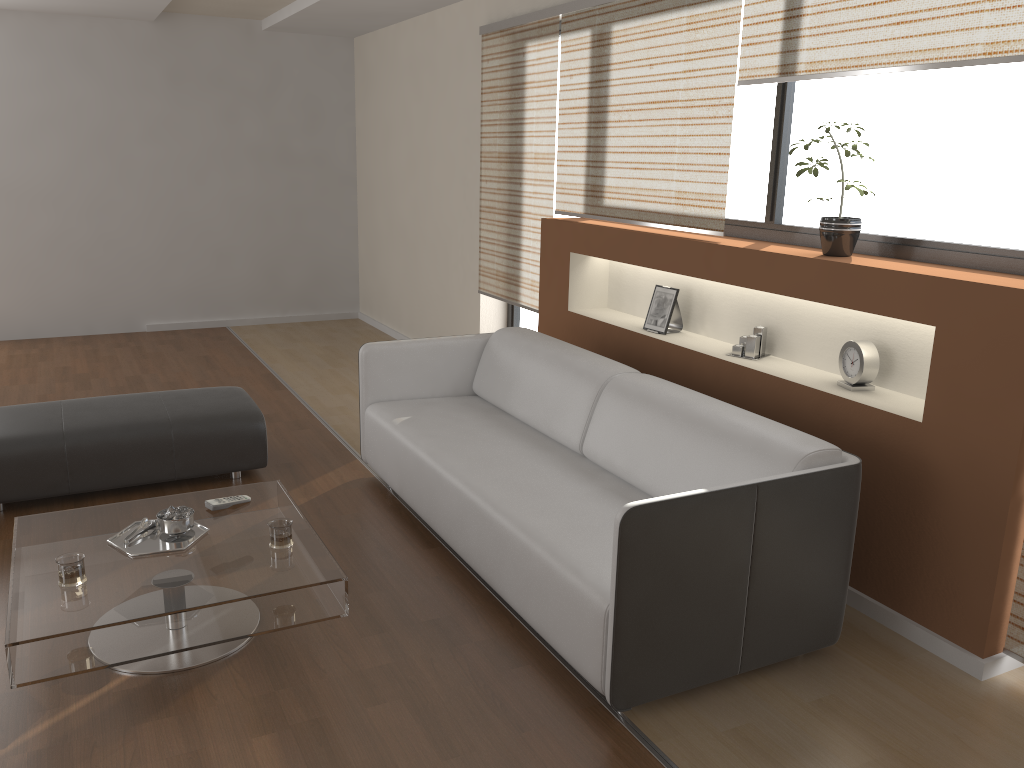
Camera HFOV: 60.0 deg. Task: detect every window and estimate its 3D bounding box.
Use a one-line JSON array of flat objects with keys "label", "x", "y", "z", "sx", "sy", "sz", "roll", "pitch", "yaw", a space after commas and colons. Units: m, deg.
[{"label": "window", "x": 0.252, "y": -1.080, "z": 5.536, "sx": 0.010, "sy": 2.093, "sz": 0.889, "roll": -6, "pitch": 16, "yaw": -26}, {"label": "window", "x": 1.150, "y": -1.152, "z": 3.720, "sx": 0.010, "sy": 0.986, "sz": 2.817, "roll": -6, "pitch": 16, "yaw": -26}]

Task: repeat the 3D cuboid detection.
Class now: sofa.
[{"label": "sofa", "x": 0.177, "y": 0.295, "z": 3.517, "sx": 0.919, "sy": 0.661, "sz": 2.238, "roll": -6, "pitch": 16, "yaw": -26}]

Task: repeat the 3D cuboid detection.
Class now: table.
[{"label": "table", "x": -1.101, "y": 0.663, "z": 2.886, "sx": 0.900, "sy": 0.300, "sz": 0.900, "roll": -6, "pitch": 16, "yaw": -26}]

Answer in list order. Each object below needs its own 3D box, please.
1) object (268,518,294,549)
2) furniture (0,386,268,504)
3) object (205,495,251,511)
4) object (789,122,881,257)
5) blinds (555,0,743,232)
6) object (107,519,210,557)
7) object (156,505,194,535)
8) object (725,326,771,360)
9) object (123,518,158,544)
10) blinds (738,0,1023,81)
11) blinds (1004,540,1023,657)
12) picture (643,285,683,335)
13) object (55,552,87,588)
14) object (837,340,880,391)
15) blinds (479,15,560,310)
[{"label": "object", "x": -0.746, "y": 0.482, "z": 2.861, "sx": 0.079, "sy": 0.077, "sz": 0.079, "roll": -10, "pitch": 18, "yaw": -37}, {"label": "furniture", "x": -1.878, "y": 0.251, "z": 4.210, "sx": 1.291, "sy": 0.301, "sz": 0.685, "roll": -6, "pitch": 16, "yaw": -26}, {"label": "object", "x": -1.014, "y": 0.420, "z": 3.177, "sx": 0.064, "sy": 0.029, "sz": 0.158, "roll": 15, "pitch": 20, "yaw": 42}, {"label": "object", "x": 1.165, "y": -0.706, "z": 3.226, "sx": 0.342, "sy": 0.477, "sz": 0.268, "roll": -10, "pitch": 18, "yaw": -36}, {"label": "blinds", "x": 0.578, "y": -1.302, "z": 4.221, "sx": 0.001, "sy": 1.044, "sz": 1.432, "roll": -6, "pitch": 16, "yaw": -26}, {"label": "object", "x": -1.155, "y": 0.496, "z": 2.903, "sx": 0.315, "sy": 0.011, "sz": 0.273, "roll": -4, "pitch": 15, "yaw": -20}, {"label": "object", "x": -1.114, "y": 0.451, "z": 2.940, "sx": 0.118, "sy": 0.079, "sz": 0.117, "roll": -4, "pitch": 15, "yaw": -20}, {"label": "object", "x": 1.009, "y": -0.185, "z": 3.766, "sx": 0.141, "sy": 0.131, "sz": 0.141, "roll": 13, "pitch": 19, "yaw": 39}, {"label": "object", "x": -1.222, "y": 0.478, "z": 2.911, "sx": 0.051, "sy": 0.035, "sz": 0.147, "roll": 5, "pitch": 15, "yaw": 14}, {"label": "blinds", "x": 1.240, "y": -1.259, "z": 2.904, "sx": 0.001, "sy": 0.441, "sz": 1.432, "roll": -6, "pitch": 16, "yaw": -26}, {"label": "blinds", "x": 1.779, "y": -0.122, "z": 2.067, "sx": 0.001, "sy": 2.200, "sz": 0.980, "roll": -6, "pitch": 16, "yaw": -26}, {"label": "picture", "x": 0.728, "y": -0.358, "z": 4.239, "sx": 0.133, "sy": 0.216, "sz": 0.159, "roll": -8, "pitch": 17, "yaw": -31}, {"label": "object", "x": -1.284, "y": 0.542, "z": 2.585, "sx": 0.079, "sy": 0.077, "sz": 0.079, "roll": -10, "pitch": 18, "yaw": -37}, {"label": "object", "x": 1.273, "y": -0.072, "z": 3.258, "sx": 0.096, "sy": 0.176, "sz": 0.160, "roll": -2, "pitch": 15, "yaw": -12}, {"label": "blinds", "x": 0.014, "y": -1.301, "z": 5.351, "sx": 0.001, "sy": 1.635, "sz": 0.980, "roll": -6, "pitch": 16, "yaw": -26}]
